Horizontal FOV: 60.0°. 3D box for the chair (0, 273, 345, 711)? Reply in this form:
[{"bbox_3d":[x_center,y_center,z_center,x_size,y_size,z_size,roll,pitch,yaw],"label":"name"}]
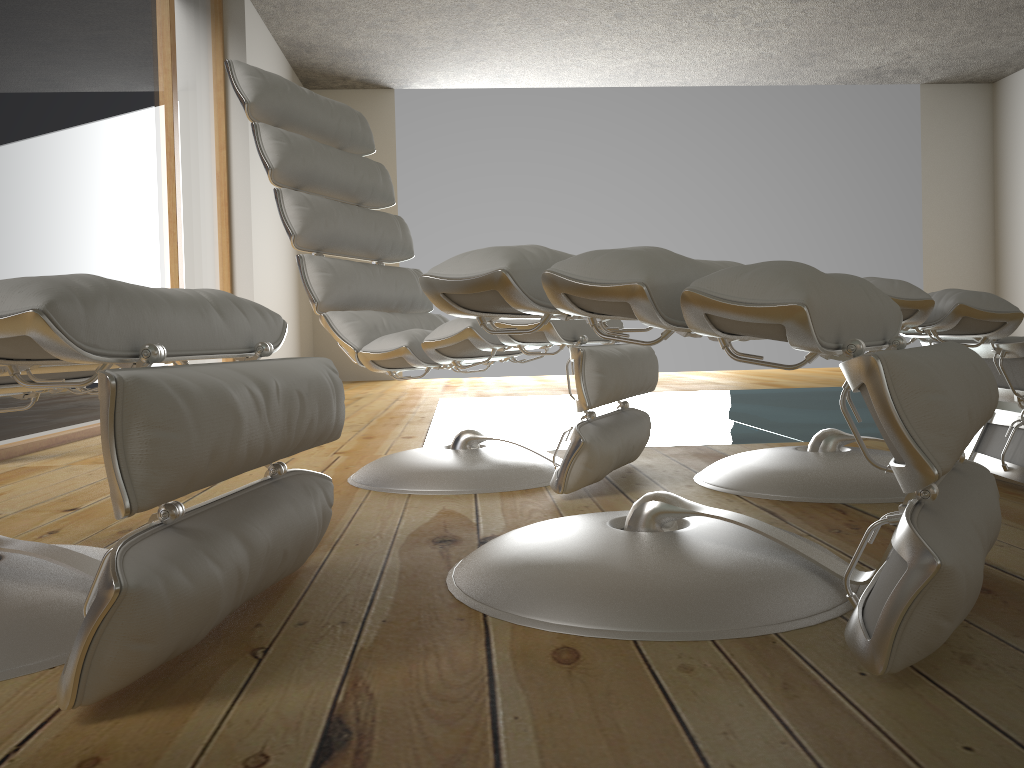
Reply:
[{"bbox_3d":[-0.711,-0.200,1.062,0.914,0.968,0.570,-1,2,7],"label":"chair"}]

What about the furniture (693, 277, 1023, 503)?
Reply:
[{"bbox_3d":[0.733,-0.015,1.900,0.686,0.439,0.570,-1,2,3],"label":"furniture"}]

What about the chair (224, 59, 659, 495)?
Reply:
[{"bbox_3d":[-0.147,-0.268,2.114,0.914,0.968,0.570,-1,2,22],"label":"chair"}]

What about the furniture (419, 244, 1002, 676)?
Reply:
[{"bbox_3d":[0.238,0.035,1.159,0.686,0.439,0.570,0,3,32],"label":"furniture"}]
